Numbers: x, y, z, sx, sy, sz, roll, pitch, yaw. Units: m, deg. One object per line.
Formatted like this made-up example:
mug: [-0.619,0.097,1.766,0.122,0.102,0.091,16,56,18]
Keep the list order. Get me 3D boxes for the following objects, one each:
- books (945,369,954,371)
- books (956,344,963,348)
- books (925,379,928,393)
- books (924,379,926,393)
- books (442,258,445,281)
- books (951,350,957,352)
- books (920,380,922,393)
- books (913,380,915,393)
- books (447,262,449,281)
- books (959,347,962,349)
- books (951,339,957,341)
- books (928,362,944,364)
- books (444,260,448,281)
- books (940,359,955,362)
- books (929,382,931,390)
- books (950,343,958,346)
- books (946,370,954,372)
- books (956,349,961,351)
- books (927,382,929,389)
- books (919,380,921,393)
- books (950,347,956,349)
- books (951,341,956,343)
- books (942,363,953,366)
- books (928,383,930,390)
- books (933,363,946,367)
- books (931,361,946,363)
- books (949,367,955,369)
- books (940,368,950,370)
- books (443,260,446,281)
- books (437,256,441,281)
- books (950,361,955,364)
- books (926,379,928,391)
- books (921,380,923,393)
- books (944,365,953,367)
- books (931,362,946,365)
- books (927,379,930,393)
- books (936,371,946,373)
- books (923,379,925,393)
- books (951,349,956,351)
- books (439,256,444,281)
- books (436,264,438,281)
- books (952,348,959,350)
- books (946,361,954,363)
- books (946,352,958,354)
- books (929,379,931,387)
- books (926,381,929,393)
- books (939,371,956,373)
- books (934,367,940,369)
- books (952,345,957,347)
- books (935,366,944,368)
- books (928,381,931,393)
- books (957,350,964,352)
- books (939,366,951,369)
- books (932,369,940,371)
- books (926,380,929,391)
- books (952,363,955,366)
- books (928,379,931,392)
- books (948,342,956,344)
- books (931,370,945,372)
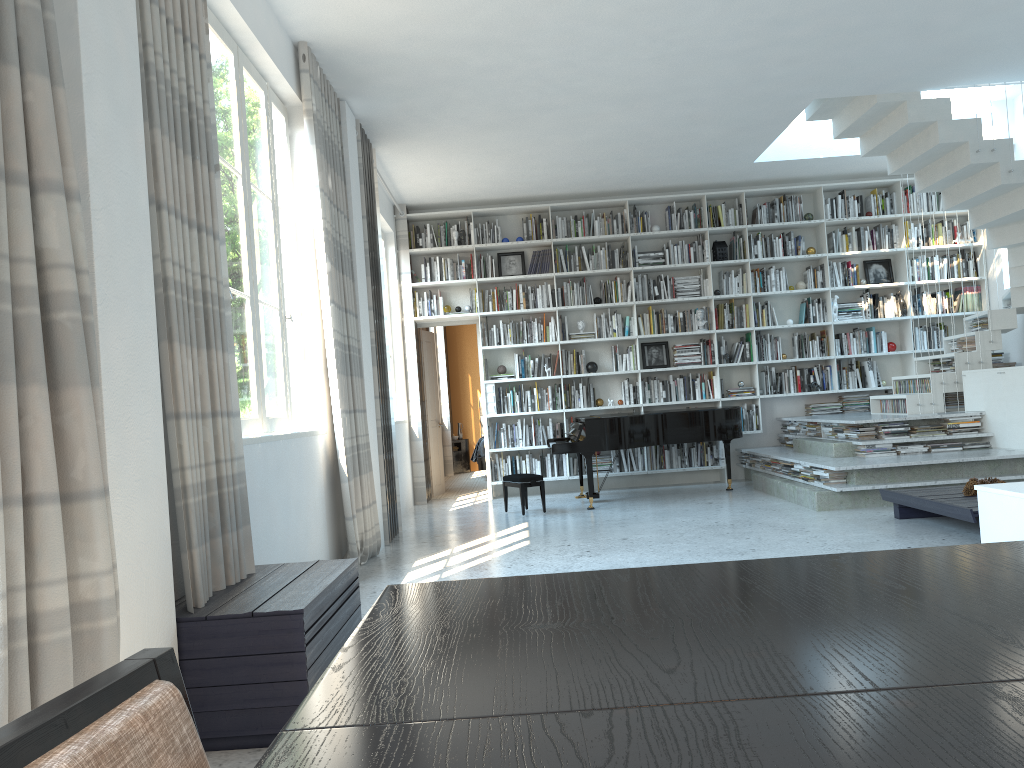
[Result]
books: [4.252,-0.140,8.472,0.147,0.008,0.188,-4,-2,4]
books: [4.345,-0.376,8.396,0.178,0.035,0.222,-4,-2,5]
books: [3.856,0.015,8.126,0.125,0.125,0.011,-4,-1,0]
books: [3.856,0.015,8.144,0.125,0.125,0.007,-4,-1,0]
books: [-0.745,-1.235,9.732,0.013,0.268,0.162,-4,-1,0]
books: [4.439,-0.329,8.679,0.136,0.017,0.288,-4,-2,-2]
books: [3.856,0.018,8.226,0.125,0.125,0.009,-4,-1,0]
books: [3.857,0.022,8.374,0.125,0.125,0.013,-4,-1,0]
books: [-0.699,-1.219,9.761,0.011,0.231,0.135,-4,-1,0]
books: [4.349,-0.347,8.424,0.139,0.013,0.155,-4,-2,2]
books: [4.422,-0.437,8.680,0.157,0.014,0.180,-4,-2,-2]
books: [4.223,-0.211,8.697,0.198,0.006,0.188,-4,-2,-3]
books: [-0.715,-1.225,9.732,0.021,0.244,0.173,-4,-1,0]
books: [4.228,-0.230,8.473,0.177,0.014,0.194,-4,-2,-5]
books: [3.855,0.014,8.045,0.125,0.123,0.034,-4,-1,0]
books: [4.428,-0.397,8.680,0.149,0.017,0.239,-4,-2,-2]
books: [4.253,-0.130,8.472,0.137,0.013,0.199,-4,-2,7]
books: [4.348,-0.334,8.408,0.200,0.014,0.177,-4,-2,5]
books: [3.855,0.015,8.084,0.125,0.123,0.034,-4,-1,0]
books: [3.856,0.018,8.245,0.125,0.125,0.008,-4,-1,0]
books: [4.434,-0.364,8.679,0.145,0.012,0.297,-4,-2,-1]
books: [4.420,-0.422,8.680,0.157,0.014,0.180,-4,-2,-4]
books: [4.230,-0.191,8.473,0.189,0.012,0.155,-4,-2,3]
books: [3.855,0.015,8.068,0.125,0.123,0.035,-4,-1,0]
books: [4.249,-0.190,8.696,0.140,0.022,0.181,-4,-2,-6]
books: [4.242,-0.222,8.697,0.160,0.012,0.195,-4,-2,-2]
books: [4.143,-0.152,8.199,0.172,0.019,0.240,-5,-2,25]
books: [4.234,-0.151,8.472,0.175,0.016,0.207,-4,-2,-5]
books: [-0.732,-1.227,9.731,0.012,0.249,0.192,-4,-1,0]
books: [-0.800,-1.241,9.721,0.021,0.286,0.179,-4,-1,0]
books: [4.150,-0.205,8.196,0.169,0.014,0.212,-5,-2,20]
books: [3.856,0.016,8.108,0.125,0.123,0.034,-4,-1,0]
books: [3.856,0.017,8.203,0.125,0.125,0.008,-4,-1,0]
books: [4.244,-0.180,8.473,0.149,0.013,0.220,-4,-2,6]
books: [4.241,-0.205,8.696,0.159,0.009,0.208,-4,-2,-4]
books: [3.855,0.015,8.076,0.125,0.123,0.034,-4,-1,0]
books: [4.269,-0.121,8.695,0.130,0.014,0.188,-4,-2,0]
books: [3.856,0.016,8.166,0.125,0.125,0.008,-4,-1,0]
books: [4.435,-0.343,8.679,0.138,0.010,0.254,-4,-2,-3]
books: [-0.771,-1.245,9.741,0.037,0.292,0.155,-4,-1,0]
books: [-0.812,-1.200,9.736,0.010,0.208,0.165,-4,-1,0]
books: [4.425,-0.352,8.679,0.160,0.010,0.179,-4,-2,3]
books: [4.254,-0.216,8.473,0.133,0.017,0.178,-4,-2,4]
books: [4.415,-0.310,8.679,0.190,0.018,0.287,-4,-2,-1]
books: [3.855,0.014,8.037,0.125,0.123,0.036,-4,-1,0]
books: [3.856,0.016,8.100,0.125,0.123,0.035,-4,-1,0]
books: [4.230,-0.119,8.472,0.191,0.004,0.223,-4,-2,-4]
books: [4.251,-0.161,8.696,0.145,0.015,0.166,-4,-2,-5]
books: [4.434,-0.379,8.680,0.143,0.019,0.230,-4,-2,-1]
books: [4.258,-0.175,8.696,0.132,0.010,0.198,-4,-2,4]
books: [3.855,0.015,8.061,0.125,0.123,0.036,-4,-1,0]
books: [4.351,-0.318,8.438,0.184,0.016,0.128,-4,-2,8]
books: [4.233,-0.165,8.472,0.184,0.014,0.225,-4,-2,-2]
books: [4.238,-0.147,8.696,0.159,0.012,0.225,-4,-2,8]
books: [3.856,0.016,8.092,0.125,0.123,0.036,-4,-1,0]
books: [4.163,-0.184,8.191,0.141,0.028,0.222,-5,-2,19]
books: [3.855,0.015,8.053,0.125,0.123,0.035,-4,-1,0]
books: [4.411,-0.409,8.680,0.173,0.011,0.203,-4,-2,-5]
books: [4.235,-0.128,8.695,0.189,0.007,0.195,-4,-2,-2]
